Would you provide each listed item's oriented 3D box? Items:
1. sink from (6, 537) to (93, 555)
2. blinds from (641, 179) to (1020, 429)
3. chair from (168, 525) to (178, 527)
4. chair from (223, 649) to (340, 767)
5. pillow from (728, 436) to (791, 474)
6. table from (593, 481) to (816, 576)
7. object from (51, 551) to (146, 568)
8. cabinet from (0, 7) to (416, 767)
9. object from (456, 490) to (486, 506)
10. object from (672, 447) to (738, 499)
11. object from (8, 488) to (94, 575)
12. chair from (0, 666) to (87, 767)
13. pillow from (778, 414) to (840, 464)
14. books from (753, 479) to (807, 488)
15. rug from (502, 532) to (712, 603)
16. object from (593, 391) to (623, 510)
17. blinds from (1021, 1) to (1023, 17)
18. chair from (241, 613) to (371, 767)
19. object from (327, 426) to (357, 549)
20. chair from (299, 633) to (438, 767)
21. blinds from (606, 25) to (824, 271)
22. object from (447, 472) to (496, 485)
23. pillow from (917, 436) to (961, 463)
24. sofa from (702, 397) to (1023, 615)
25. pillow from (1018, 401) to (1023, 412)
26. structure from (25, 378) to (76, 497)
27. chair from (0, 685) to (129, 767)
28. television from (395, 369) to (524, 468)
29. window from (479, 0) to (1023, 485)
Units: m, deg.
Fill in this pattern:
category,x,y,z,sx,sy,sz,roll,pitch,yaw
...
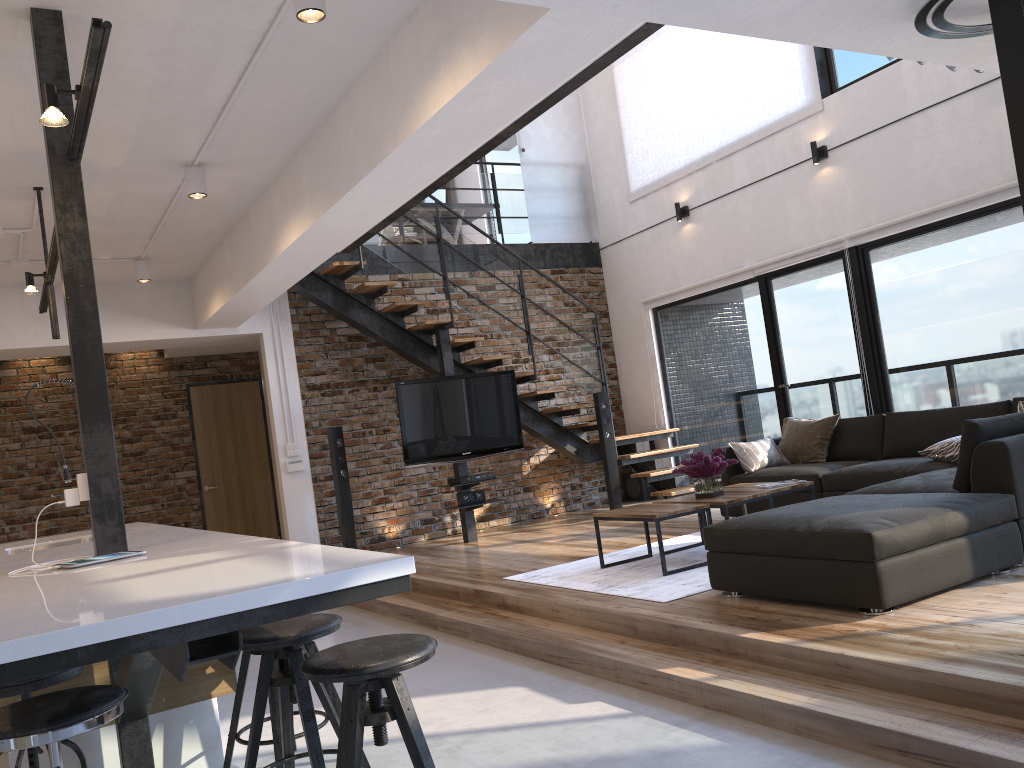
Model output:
category,x,y,z,sx,sy,sz,roll,pitch,yaw
sink,-2.236,0.895,4.339,0.406,0.203,0.707,-6,-4,-30
blinds,2.852,-0.207,7.175,0.095,2.042,5.377,-7,-3,-30
chair,-2.945,1.567,7.175,0.540,0.768,0.520,-6,-3,-35
chair,-0.877,1.133,3.320,0.367,0.630,0.366,-10,-3,35
pillow,1.978,0.562,7.050,0.498,0.265,0.212,-6,-3,-30
table,1.253,0.892,5.617,1.297,0.350,0.698,-6,-3,-30
object,-1.331,0.568,2.860,0.240,0.013,0.188,-5,-4,-45
cabinet,-2.952,0.348,4.248,2.471,2.870,9.128,-6,-3,-30
object,-0.369,1.027,8.018,0.247,0.112,0.089,-6,-3,-30
object,1.231,0.546,5.625,0.374,0.342,0.342,-7,-3,-29
object,-1.558,0.485,2.950,0.214,0.246,0.418,-8,-3,-9
chair,-1.453,1.176,2.699,0.357,0.635,0.357,-10,-3,38
pillow,2.332,0.448,7.092,0.265,0.382,0.610,-7,-3,-30
books,1.734,0.648,5.752,0.295,0.013,0.229,-8,-3,-10
rug,1.248,1.068,5.586,2.111,0.003,1.639,-6,-4,-30
object,0.940,0.676,8.612,0.271,1.205,0.271,-7,-3,-25
blinds,2.353,-0.303,2.239,1.830,2.051,3.861,-9,-3,14
chair,-0.677,1.077,2.811,0.366,0.630,0.365,-9,-3,15
object,-1.516,0.987,7.966,0.270,1.205,0.271,-6,-3,-40
chair,-0.328,0.999,2.293,0.366,0.630,0.367,-7,-3,-15
blinds,0.456,-2.628,8.922,10.217,2.974,1.994,-10,-3,38
object,-0.359,0.849,7.953,0.360,0.058,0.275,-6,-4,-30
pillow,2.913,0.413,5.678,0.530,0.177,0.356,-6,-4,-32
sofa,1.947,0.617,5.564,2.996,0.700,3.048,-6,-4,-30
pillow,3.200,0.238,5.208,0.250,0.314,0.532,-7,-3,-26
structure,-2.112,0.365,4.534,0.392,0.812,0.507,-8,-3,9
chair,-1.084,1.093,2.144,0.358,0.635,0.356,-9,-3,14
television,-0.472,0.313,8.016,1.206,0.783,0.136,-6,-3,-30
window,1.122,-1.465,6.586,5.659,5.563,13.417,-6,-3,-30
